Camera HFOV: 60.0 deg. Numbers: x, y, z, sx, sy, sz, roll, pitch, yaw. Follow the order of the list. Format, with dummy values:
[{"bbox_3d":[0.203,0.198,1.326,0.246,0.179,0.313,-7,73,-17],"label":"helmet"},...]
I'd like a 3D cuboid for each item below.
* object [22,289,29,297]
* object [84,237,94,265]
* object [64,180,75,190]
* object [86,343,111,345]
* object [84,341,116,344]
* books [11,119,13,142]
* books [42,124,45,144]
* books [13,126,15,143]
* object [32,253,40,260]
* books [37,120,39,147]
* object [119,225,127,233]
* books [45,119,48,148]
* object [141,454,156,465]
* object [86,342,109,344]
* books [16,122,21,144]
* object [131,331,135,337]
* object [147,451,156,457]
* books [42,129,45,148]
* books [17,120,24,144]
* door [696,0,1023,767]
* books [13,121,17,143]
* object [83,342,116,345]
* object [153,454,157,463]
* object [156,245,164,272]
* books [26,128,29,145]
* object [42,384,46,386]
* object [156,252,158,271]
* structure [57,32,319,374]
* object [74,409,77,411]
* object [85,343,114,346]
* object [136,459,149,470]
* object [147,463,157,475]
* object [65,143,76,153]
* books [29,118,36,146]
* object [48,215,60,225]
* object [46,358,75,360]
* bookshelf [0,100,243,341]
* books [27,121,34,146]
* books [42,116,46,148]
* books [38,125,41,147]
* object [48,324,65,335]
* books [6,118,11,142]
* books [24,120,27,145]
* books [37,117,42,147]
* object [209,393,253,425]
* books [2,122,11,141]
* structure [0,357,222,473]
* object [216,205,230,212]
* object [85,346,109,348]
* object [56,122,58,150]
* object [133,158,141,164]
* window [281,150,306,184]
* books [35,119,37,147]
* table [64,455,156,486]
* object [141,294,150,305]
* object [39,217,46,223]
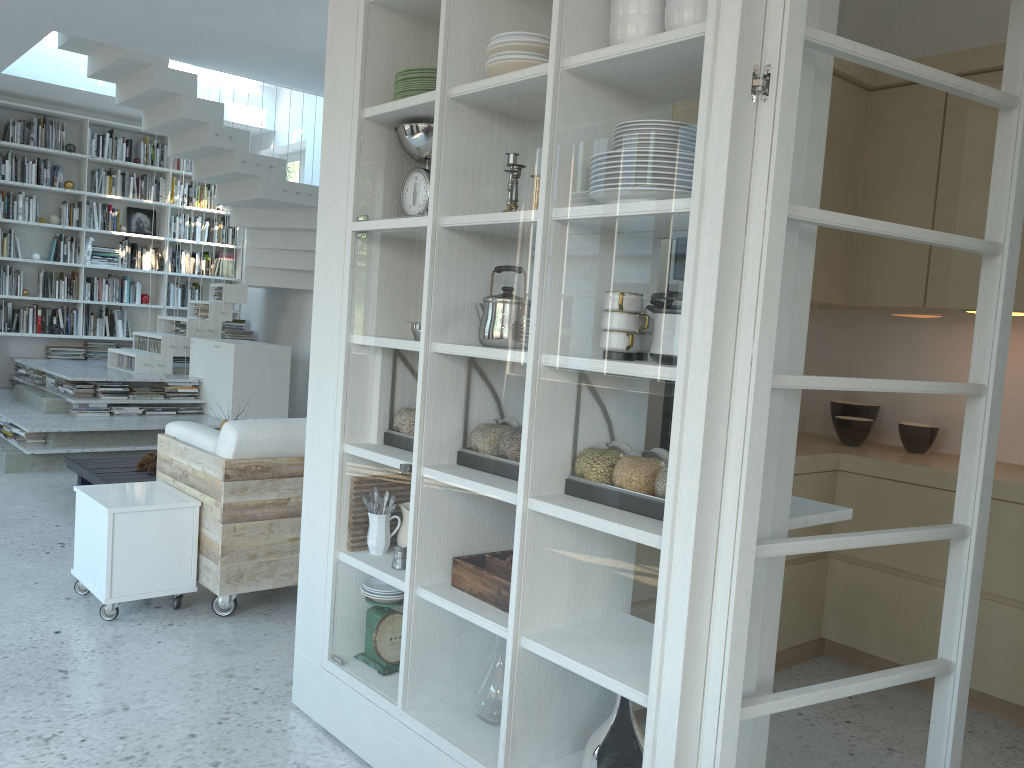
[{"bbox_3d":[-4.911,-0.919,8.937,0.071,0.072,0.071,5,4,8],"label":"object"},{"bbox_3d":[-4.366,-1.370,9.144,0.087,0.288,0.075,4,5,-6],"label":"object"},{"bbox_3d":[-4.511,-2.020,9.030,0.100,0.102,0.100,6,5,27],"label":"object"},{"bbox_3d":[-4.405,-0.428,9.469,0.254,0.006,0.160,1,5,-41],"label":"object"},{"bbox_3d":[-4.396,-0.443,9.460,0.285,0.005,0.159,1,5,-36],"label":"object"},{"bbox_3d":[-4.938,-2.471,8.718,0.011,0.244,0.172,0,6,-41],"label":"books"},{"bbox_3d":[-4.715,-2.471,8.899,0.008,0.251,0.170,0,6,-41],"label":"books"},{"bbox_3d":[-4.923,-2.441,8.734,0.009,0.183,0.160,0,6,-41],"label":"books"},{"bbox_3d":[-4.797,-1.281,8.937,0.071,0.072,0.071,5,4,8],"label":"object"},{"bbox_3d":[-4.761,-2.490,8.877,0.007,0.285,0.159,0,6,-41],"label":"books"},{"bbox_3d":[-4.158,-1.651,9.455,0.091,0.093,0.091,5,4,8],"label":"object"},{"bbox_3d":[-4.688,-2.493,8.896,0.015,0.299,0.183,0,6,-41],"label":"books"},{"bbox_3d":[-2.467,0.530,6.003,0.114,0.101,0.110,7,5,32],"label":"object"},{"bbox_3d":[-4.403,-0.438,9.467,0.254,0.006,0.160,1,5,-40],"label":"object"},{"bbox_3d":[-4.891,-2.462,8.760,0.028,0.226,0.163,0,6,-41],"label":"books"},{"bbox_3d":[-4.135,-0.544,9.665,0.071,0.072,0.071,5,4,8],"label":"object"},{"bbox_3d":[-2.472,0.511,6.085,0.090,0.106,0.097,3,4,-19],"label":"object"},{"bbox_3d":[-4.717,-2.445,8.882,0.018,0.201,0.188,0,6,-41],"label":"books"},{"bbox_3d":[-4.867,-2.476,8.777,0.030,0.255,0.161,0,6,-41],"label":"books"},{"bbox_3d":[0.804,0.144,1.975,0.839,2.230,0.066,1,5,-31],"label":"door"},{"bbox_3d":[-4.905,-2.462,8.730,0.013,0.230,0.173,0,6,-41],"label":"books"},{"bbox_3d":[-4.405,-0.433,9.470,0.285,0.005,0.159,1,5,-41],"label":"object"},{"bbox_3d":[-2.408,0.526,6.045,0.094,0.108,0.108,5,4,17],"label":"object"},{"bbox_3d":[-3.822,-1.364,9.633,0.087,0.288,0.075,4,5,-6],"label":"object"},{"bbox_3d":[-4.842,-2.445,8.828,0.031,0.191,0.132,0,6,-41],"label":"books"},{"bbox_3d":[-4.344,-0.002,8.328,0.145,0.010,0.266,0,5,-45],"label":"object"},{"bbox_3d":[-3.912,-1.342,9.741,0.022,0.212,0.178,0,6,-41],"label":"object"},{"bbox_3d":[-3.028,-1.438,8.112,2.613,3.385,1.952,0,6,-41],"label":"structure"},{"bbox_3d":[-3.543,0.214,7.419,0.204,0.004,0.139,1,5,-38],"label":"object"},{"bbox_3d":[-4.405,-0.422,9.470,0.254,0.006,0.160,1,5,-41],"label":"object"},{"bbox_3d":[-2.472,0.543,5.928,0.082,0.085,0.082,2,5,-26],"label":"object"},{"bbox_3d":[-2.351,0.556,5.823,0.081,0.083,0.098,1,5,-36],"label":"object"},{"bbox_3d":[-4.481,-2.387,8.996,0.104,0.105,0.104,5,4,8],"label":"object"},{"bbox_3d":[-4.785,-2.493,8.847,0.024,0.292,0.167,0,6,-41],"label":"books"},{"bbox_3d":[-4.675,-1.670,9.047,0.111,0.113,0.111,6,5,27],"label":"object"},{"bbox_3d":[-4.665,-0.261,9.254,0.193,0.007,0.345,8,5,44],"label":"object"},{"bbox_3d":[-5.605,-1.165,8.253,6.297,3.145,0.330,1,6,-41],"label":"bookshelf"},{"bbox_3d":[-4.791,-2.474,8.814,0.028,0.258,0.184,0,6,-41],"label":"books"},{"bbox_3d":[-4.706,-2.510,8.901,0.007,0.330,0.183,0,6,-41],"label":"books"},{"bbox_3d":[-4.741,-2.461,8.873,0.018,0.231,0.160,0,6,-41],"label":"books"},{"bbox_3d":[-4.634,-0.556,9.022,0.064,0.114,0.160,7,5,37],"label":"object"},{"bbox_3d":[-4.940,-2.470,8.704,0.009,0.244,0.173,0,6,-41],"label":"books"},{"bbox_3d":[-4.849,-2.476,8.795,0.021,0.256,0.168,0,6,-41],"label":"books"},{"bbox_3d":[-4.733,-2.502,8.882,0.006,0.312,0.178,0,6,-41],"label":"books"},{"bbox_3d":[-1.965,0.328,6.073,0.309,0.522,0.435,3,4,-10],"label":"object"},{"bbox_3d":[-4.958,-2.450,8.683,0.046,0.206,0.183,0,6,-41],"label":"books"},{"bbox_3d":[-3.499,0.210,8.446,2.899,0.660,3.109,1,5,-41],"label":"structure"},{"bbox_3d":[-3.248,-2.017,10.049,0.203,0.137,0.095,2,5,-25],"label":"object"},{"bbox_3d":[-4.410,-0.395,9.470,0.254,0.006,0.160,1,5,-41],"label":"object"},{"bbox_3d":[-4.624,-2.494,8.988,0.006,0.298,0.129,0,6,-41],"label":"object"},{"bbox_3d":[-3.984,-2.364,9.422,0.071,0.072,0.071,5,4,8],"label":"object"},{"bbox_3d":[-2.295,-1.919,9.648,0.042,1.227,1.116,0,6,-41],"label":"window"},{"bbox_3d":[-4.777,-2.496,8.869,0.017,0.295,0.138,0,6,-41],"label":"books"},{"bbox_3d":[-2.226,0.673,6.093,1.270,0.218,1.256,1,5,-41],"label":"table"},{"bbox_3d":[-4.013,-0.927,9.685,0.115,0.116,0.115,6,5,27],"label":"object"},{"bbox_3d":[-4.749,-1.647,8.956,0.068,0.069,0.068,6,5,27],"label":"object"}]
